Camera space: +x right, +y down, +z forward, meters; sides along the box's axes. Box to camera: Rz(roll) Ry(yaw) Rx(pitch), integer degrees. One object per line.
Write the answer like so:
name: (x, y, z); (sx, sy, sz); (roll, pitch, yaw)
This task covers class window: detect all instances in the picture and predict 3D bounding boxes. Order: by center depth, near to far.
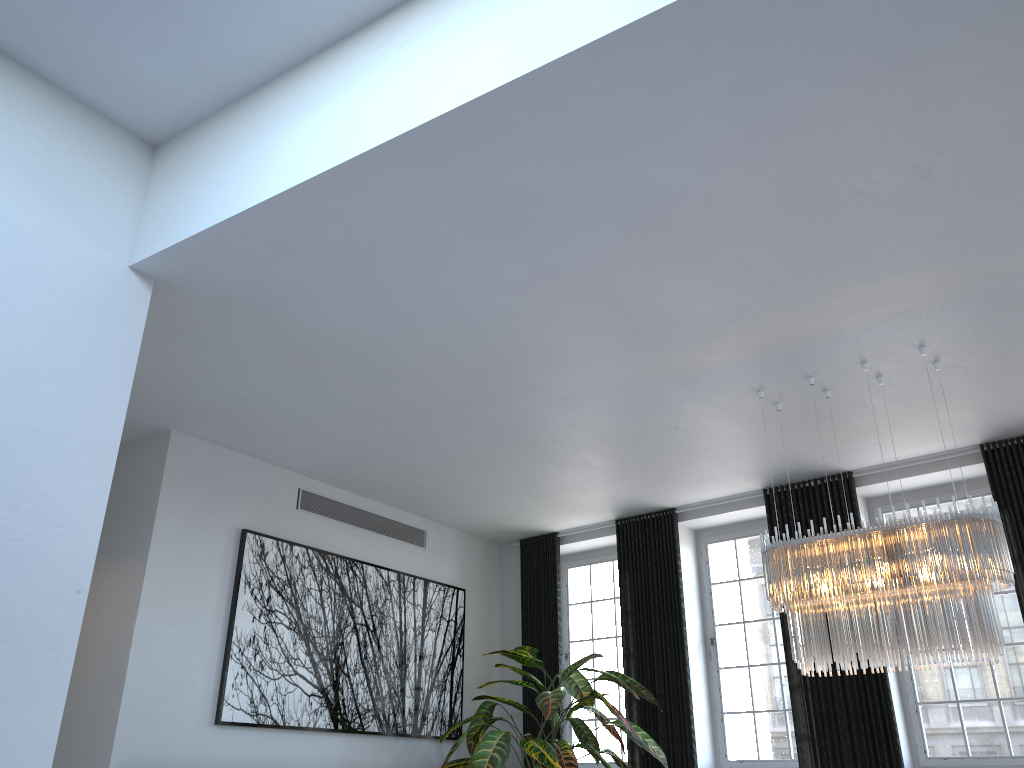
window: (3.195, 1.688, 6.307); (1.027, 2.022, 0.132); (-20, -32, 35)
window: (2.023, 2.089, 7.201); (1.027, 2.022, 0.132); (-20, -32, 35)
window: (0.851, 2.490, 8.095); (1.027, 2.022, 0.132); (-20, -32, 35)

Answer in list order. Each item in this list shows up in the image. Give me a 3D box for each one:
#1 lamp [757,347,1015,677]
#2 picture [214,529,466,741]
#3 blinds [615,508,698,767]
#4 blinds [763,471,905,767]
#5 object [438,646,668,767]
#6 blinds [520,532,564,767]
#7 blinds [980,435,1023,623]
lamp: (1.963, 0.710, 4.870); (1.264, 1.651, 0.436); (-19, -32, 35)
picture: (-1.174, 2.048, 6.950); (0.037, 1.300, 2.563); (-17, -30, 31)
blinds: (1.173, 2.674, 7.121); (0.619, 3.366, 0.098); (-20, -32, 36)
blinds: (2.311, 2.283, 6.250); (0.735, 3.366, 0.110); (-20, -32, 35)
object: (0.239, 3.068, 6.711); (1.737, 2.278, 1.784); (11, -27, -21)
blinds: (0.268, 2.992, 7.830); (0.452, 3.366, 0.102); (-20, -32, 35)
blinds: (3.514, 1.872, 5.335); (0.601, 3.366, 0.110); (-20, -32, 35)
